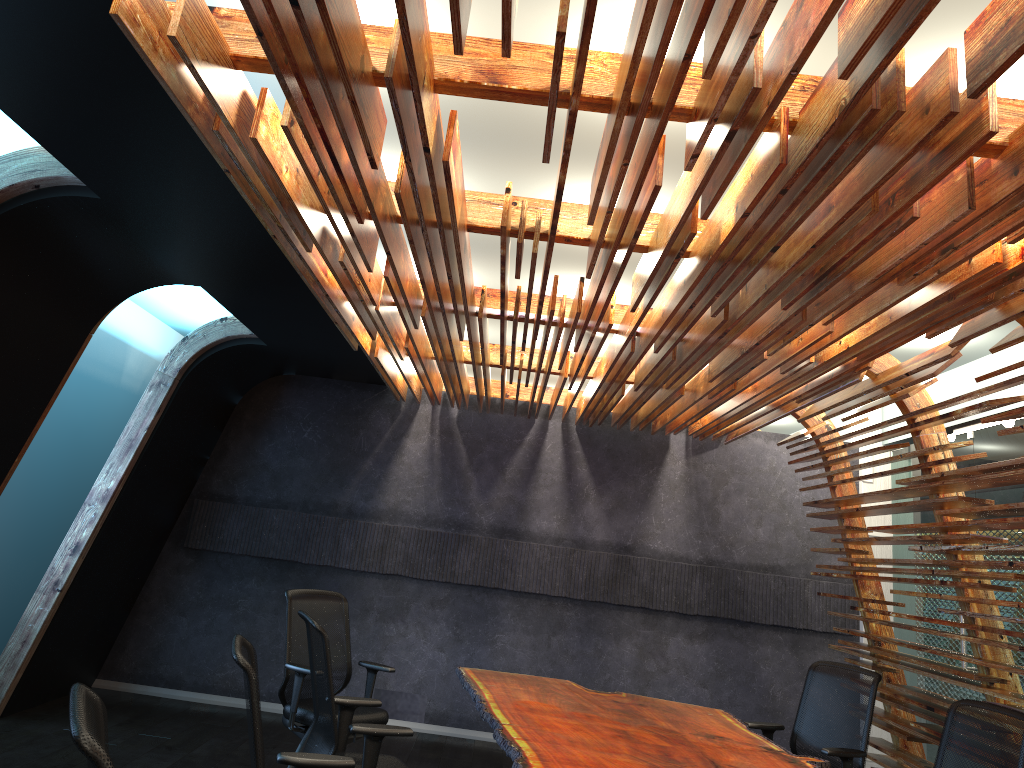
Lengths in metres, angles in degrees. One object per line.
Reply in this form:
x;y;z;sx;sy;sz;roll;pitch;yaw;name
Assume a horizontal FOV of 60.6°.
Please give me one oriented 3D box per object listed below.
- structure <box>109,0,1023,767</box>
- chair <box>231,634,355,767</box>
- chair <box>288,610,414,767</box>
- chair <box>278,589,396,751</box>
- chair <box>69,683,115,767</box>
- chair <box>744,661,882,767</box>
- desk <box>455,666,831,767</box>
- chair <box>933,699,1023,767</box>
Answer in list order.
0.945;0.676;2.925;4.529;3.091;11.099;7;-11;1;structure
-0.676;1.563;2.968;0.791;1.280;0.791;11;-16;-14;chair
-0.733;1.799;4.234;0.788;1.280;0.793;13;-17;-19;chair
-1.120;2.009;5.593;0.792;1.280;0.790;-4;-19;34;chair
-0.660;1.345;1.820;0.786;1.280;0.796;14;-17;-23;chair
1.715;2.304;5.195;0.786;1.280;0.796;14;-17;-23;chair
0.606;1.952;3.005;2.037;0.844;6.443;7;-11;1;desk
1.903;2.096;3.983;0.793;1.280;0.788;10;-16;-8;chair
